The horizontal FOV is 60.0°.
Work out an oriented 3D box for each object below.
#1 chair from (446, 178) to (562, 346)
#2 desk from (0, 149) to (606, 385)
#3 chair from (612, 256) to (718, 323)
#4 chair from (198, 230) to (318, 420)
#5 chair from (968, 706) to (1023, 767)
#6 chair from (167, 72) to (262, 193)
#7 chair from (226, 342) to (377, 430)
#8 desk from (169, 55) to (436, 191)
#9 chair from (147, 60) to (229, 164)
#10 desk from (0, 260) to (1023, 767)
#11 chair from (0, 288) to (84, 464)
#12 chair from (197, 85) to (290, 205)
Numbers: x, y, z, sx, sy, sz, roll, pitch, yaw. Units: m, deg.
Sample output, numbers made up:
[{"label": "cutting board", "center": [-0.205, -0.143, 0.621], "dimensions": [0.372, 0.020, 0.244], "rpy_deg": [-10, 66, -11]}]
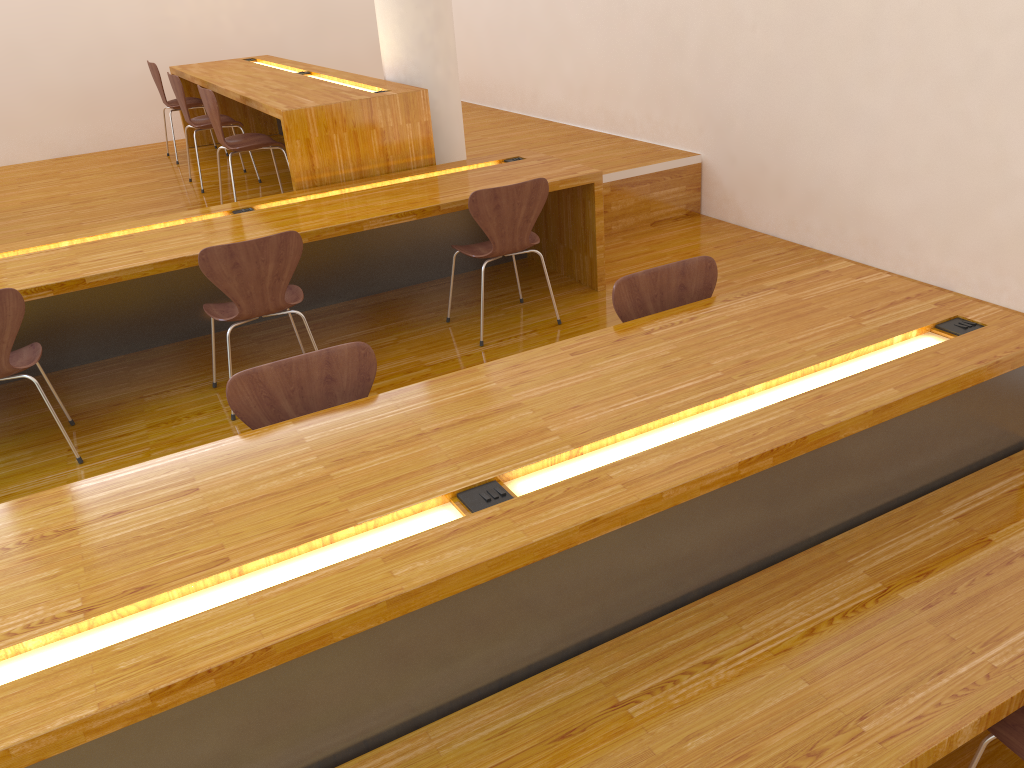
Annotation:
[{"label": "chair", "center": [-0.067, -0.601, 4.053], "dimensions": [0.428, 0.693, 0.381], "rpy_deg": [-17, 29, -24]}, {"label": "desk", "center": [-1.118, -0.460, 4.049], "dimensions": [3.185, 0.606, 0.760], "rpy_deg": [-17, 29, -24]}, {"label": "chair", "center": [0.566, 0.017, 2.680], "dimensions": [0.428, 0.693, 0.381], "rpy_deg": [-17, 29, -24]}, {"label": "chair", "center": [-1.029, -0.288, 3.571], "dimensions": [0.428, 0.693, 0.381], "rpy_deg": [-17, 29, -24]}, {"label": "chair", "center": [1.194, 0.747, 1.799], "dimensions": [0.428, 0.693, 0.381], "rpy_deg": [-17, 29, -24]}, {"label": "chair", "center": [-1.885, -1.616, 5.594], "dimensions": [0.381, 0.693, 0.428], "rpy_deg": [-17, 29, -24]}, {"label": "chair", "center": [-0.432, 0.302, 2.259], "dimensions": [0.428, 0.693, 0.381], "rpy_deg": [-17, 29, -24]}, {"label": "desk", "center": [-1.498, -1.687, 5.763], "dimensions": [0.760, 0.606, 3.185], "rpy_deg": [-17, 29, -24]}, {"label": "chair", "center": [-2.386, -2.022, 6.510], "dimensions": [0.381, 0.693, 0.428], "rpy_deg": [-17, 29, -24]}, {"label": "desk", "center": [-0.007, 0.666, 1.911], "dimensions": [3.236, 0.918, 1.285], "rpy_deg": [-17, 29, -24]}, {"label": "chair", "center": [-1.879, -0.029, 3.180], "dimensions": [0.428, 0.693, 0.381], "rpy_deg": [-17, 29, -24]}, {"label": "chair", "center": [-1.421, -1.273, 4.813], "dimensions": [0.381, 0.693, 0.428], "rpy_deg": [-17, 29, -24]}]
